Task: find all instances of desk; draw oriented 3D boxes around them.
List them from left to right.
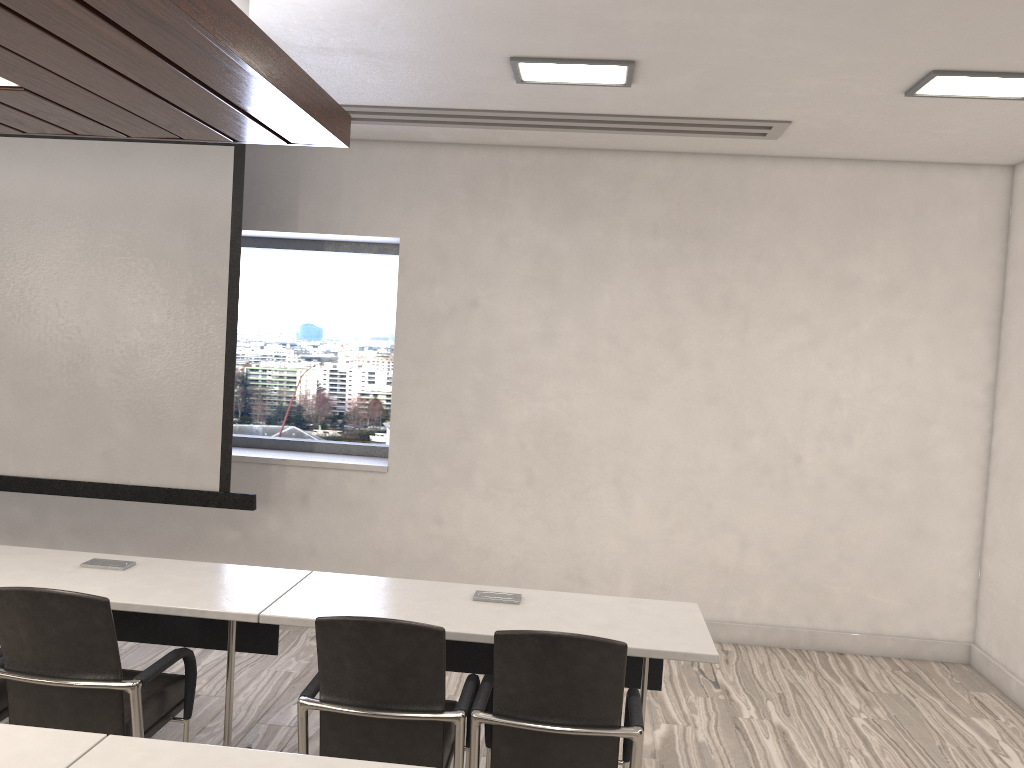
[{"bbox_3d":[-1.727,1.152,1.833,1.509,0.795,0.577,4,3,5],"label":"desk"},{"bbox_3d":[-1.593,1.092,3.323,1.509,0.795,0.577,4,3,5],"label":"desk"},{"bbox_3d":[-0.223,1.248,1.701,1.509,0.795,0.577,4,3,5],"label":"desk"},{"bbox_3d":[-0.088,1.187,3.191,1.509,0.795,0.577,4,3,5],"label":"desk"}]

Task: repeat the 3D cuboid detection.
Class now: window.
[{"bbox_3d":[-4.159,-0.431,6.241,6.968,1.419,0.118,4,3,5],"label":"window"}]

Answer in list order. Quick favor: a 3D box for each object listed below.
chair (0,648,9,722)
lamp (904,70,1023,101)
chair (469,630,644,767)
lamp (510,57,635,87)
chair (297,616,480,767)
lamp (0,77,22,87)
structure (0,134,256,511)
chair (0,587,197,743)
[{"bbox_3d":[-1.887,1.019,2.971,0.513,0.939,0.638,4,3,4],"label":"chair"},{"bbox_3d":[1.969,-1.298,3.705,0.519,0.120,0.324,4,3,5],"label":"lamp"},{"bbox_3d":[0.140,1.147,2.799,0.513,0.939,0.638,4,3,6],"label":"chair"},{"bbox_3d":[0.267,-1.406,3.854,0.519,0.120,0.324,4,3,5],"label":"lamp"},{"bbox_3d":[-0.380,1.114,2.832,0.513,0.939,0.638,4,3,4],"label":"chair"},{"bbox_3d":[-7.015,-1.631,4.238,12.001,0.552,1.499,4,3,22],"label":"lamp"},{"bbox_3d":[-3.139,-0.565,5.077,3.550,2.329,0.438,4,3,5],"label":"structure"},{"bbox_3d":[-1.366,1.052,2.920,0.513,0.939,0.638,4,3,5],"label":"chair"}]
